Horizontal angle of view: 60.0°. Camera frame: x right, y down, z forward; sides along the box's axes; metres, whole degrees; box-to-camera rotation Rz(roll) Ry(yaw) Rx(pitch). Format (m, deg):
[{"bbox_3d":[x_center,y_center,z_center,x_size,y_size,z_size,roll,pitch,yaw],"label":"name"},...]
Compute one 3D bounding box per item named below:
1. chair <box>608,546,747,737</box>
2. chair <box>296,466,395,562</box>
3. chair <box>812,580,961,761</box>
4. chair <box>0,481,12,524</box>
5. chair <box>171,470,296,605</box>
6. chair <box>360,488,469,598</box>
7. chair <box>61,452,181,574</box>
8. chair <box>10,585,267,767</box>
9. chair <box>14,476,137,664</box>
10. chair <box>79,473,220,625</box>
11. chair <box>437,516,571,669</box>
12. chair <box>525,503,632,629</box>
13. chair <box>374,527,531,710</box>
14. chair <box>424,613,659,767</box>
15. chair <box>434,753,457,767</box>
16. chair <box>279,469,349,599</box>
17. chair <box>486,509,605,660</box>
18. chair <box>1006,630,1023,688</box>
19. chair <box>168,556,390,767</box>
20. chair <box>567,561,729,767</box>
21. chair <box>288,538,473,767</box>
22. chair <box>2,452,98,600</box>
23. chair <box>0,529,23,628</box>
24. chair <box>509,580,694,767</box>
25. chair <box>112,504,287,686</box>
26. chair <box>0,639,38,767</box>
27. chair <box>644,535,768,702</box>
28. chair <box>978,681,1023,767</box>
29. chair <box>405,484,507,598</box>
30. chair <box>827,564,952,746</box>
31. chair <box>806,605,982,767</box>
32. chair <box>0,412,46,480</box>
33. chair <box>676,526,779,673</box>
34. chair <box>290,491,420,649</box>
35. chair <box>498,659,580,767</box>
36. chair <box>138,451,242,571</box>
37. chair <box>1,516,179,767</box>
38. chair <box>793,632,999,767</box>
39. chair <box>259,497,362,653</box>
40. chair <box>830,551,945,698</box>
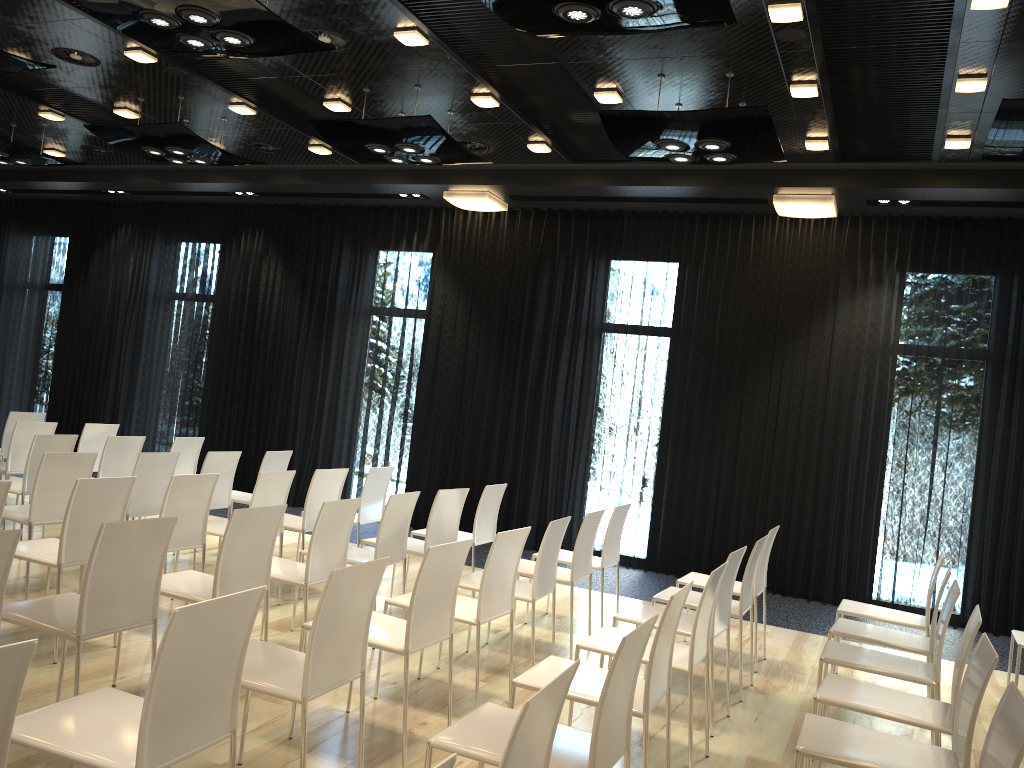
[{"bbox_3d":[0.834,1.222,4.476,0.548,0.872,0.420,6,-1,26],"label":"chair"},{"bbox_3d":[-1.272,1.036,6.803,0.548,0.872,0.420,6,-1,21],"label":"chair"},{"bbox_3d":[1.728,1.316,4.111,0.548,0.872,0.420,6,-1,24],"label":"chair"},{"bbox_3d":[-2.553,0.820,3.812,0.548,0.872,0.420,6,-1,24],"label":"chair"},{"bbox_3d":[-1.756,0.954,5.638,0.548,0.872,0.420,6,-1,20],"label":"chair"},{"bbox_3d":[-0.651,1.084,5.820,0.548,0.872,0.420,6,-2,28],"label":"chair"},{"bbox_3d":[-2.632,0.862,5.995,0.548,0.872,0.420,6,-1,21],"label":"chair"},{"bbox_3d":[-1.046,0.959,2.393,0.548,0.872,0.420,6,-1,20],"label":"chair"},{"bbox_3d":[-2.276,0.866,4.440,0.548,0.872,0.420,6,-1,22],"label":"chair"},{"bbox_3d":[-2.036,0.907,5.004,0.548,0.872,0.420,6,-1,23],"label":"chair"},{"bbox_3d":[-0.031,1.133,4.860,0.548,0.872,0.420,6,-1,20],"label":"chair"},{"bbox_3d":[0.461,1.216,6.043,0.548,0.872,0.420,6,-1,23],"label":"chair"},{"bbox_3d":[-0.273,1.091,4.264,0.548,0.872,0.420,6,-1,25],"label":"chair"},{"bbox_3d":[0.082,1.093,2.630,0.548,0.872,0.420,6,-1,23],"label":"chair"},{"bbox_3d":[-0.456,1.003,1.388,0.548,0.872,0.420,6,-1,24],"label":"chair"},{"bbox_3d":[-1.521,0.994,6.218,0.548,0.872,0.420,6,-1,26],"label":"chair"},{"bbox_3d":[0.217,1.175,5.445,0.548,0.872,0.420,6,-1,22],"label":"chair"},{"bbox_3d":[3.101,1.492,4.924,0.548,0.872,0.420,6,-1,25],"label":"chair"},{"bbox_3d":[-0.793,1.003,3.040,0.548,0.872,0.420,6,-1,21],"label":"chair"},{"bbox_3d":[0.600,1.182,3.875,0.548,0.872,0.420,6,-1,23],"label":"chair"},{"bbox_3d":[-0.530,1.048,3.685,0.548,0.872,0.420,6,-1,25],"label":"chair"},{"bbox_3d":[-2.910,0.816,5.392,0.548,0.872,0.420,6,-1,26],"label":"chair"},{"bbox_3d":[-1.952,0.865,2.806,0.548,0.872,0.420,6,-1,24],"label":"chair"},{"bbox_3d":[0.323,1.136,3.273,0.548,0.872,0.420,6,-1,22],"label":"chair"},{"bbox_3d":[-1.411,0.956,4.055,0.548,0.872,0.420,6,-1,23],"label":"chair"},{"bbox_3d":[-1.327,0.911,1.732,0.548,0.872,0.420,6,-1,25],"label":"chair"},{"bbox_3d":[1.117,1.269,5.067,0.548,0.872,0.420,6,-1,24],"label":"chair"},{"bbox_3d":[0.975,1.187,2.287,0.548,0.872,0.420,6,-1,22],"label":"chair"},{"bbox_3d":[-0.400,1.127,6.436,0.548,0.872,0.420,6,-1,23],"label":"chair"},{"bbox_3d":[1.985,1.359,4.692,0.548,0.872,0.420,6,-2,27],"label":"chair"},{"bbox_3d":[1.492,1.274,3.479,0.548,0.872,0.420,6,-1,26],"label":"chair"},{"bbox_3d":[-4.783,0.671,8.341,0.548,0.872,0.420,6,-1,24],"label":"chair"},{"bbox_3d":[1.368,1.312,5.683,0.548,0.872,0.420,6,-1,24],"label":"chair"},{"bbox_3d":[-0.914,1.041,5.252,0.548,0.872,0.420,6,-1,20],"label":"chair"},{"bbox_3d":[-0.200,1.047,2.016,0.548,0.872,0.420,6,-1,21],"label":"chair"},{"bbox_3d":[-2.398,0.903,6.597,0.548,0.872,0.420,6,-1,22],"label":"chair"},{"bbox_3d":[-1.669,0.911,3.397,0.548,0.872,0.420,6,-1,23],"label":"chair"},{"bbox_3d":[1.227,1.230,2.905,0.548,0.872,0.420,6,-1,23],"label":"chair"},{"bbox_3d":[-1.158,0.998,4.625,0.548,0.872,0.420,6,-1,20],"label":"chair"},{"bbox_3d":[2.245,1.403,5.304,0.548,0.872,0.420,6,-1,25],"label":"chair"}]
